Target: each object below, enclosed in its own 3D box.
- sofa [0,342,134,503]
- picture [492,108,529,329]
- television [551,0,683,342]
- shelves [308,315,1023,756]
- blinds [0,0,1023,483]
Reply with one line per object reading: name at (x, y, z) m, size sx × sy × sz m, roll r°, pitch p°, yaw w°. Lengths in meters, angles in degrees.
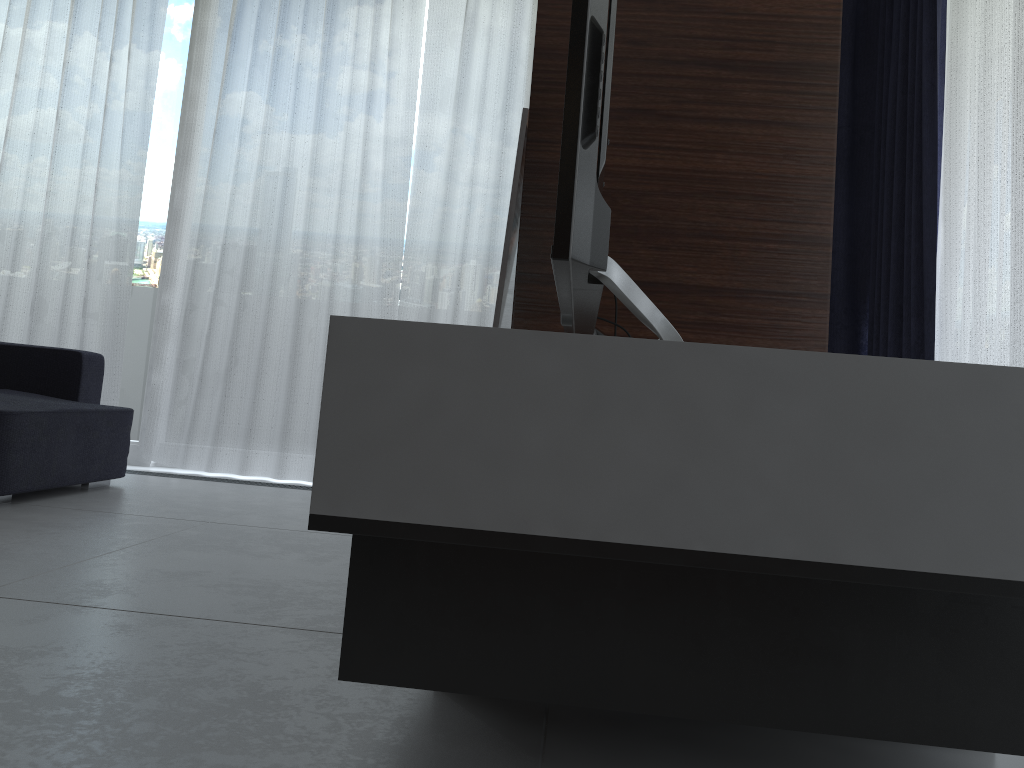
sofa at (-2.475, -0.024, 2.255) m, size 1.899 × 0.613 × 2.853 m, roll 5°, pitch -1°, yaw 5°
picture at (0.007, -0.370, 2.530) m, size 0.053 × 0.706 × 0.496 m, roll 4°, pitch -5°, yaw 4°
television at (0.141, -0.422, 1.575) m, size 0.298 × 0.792 × 1.222 m, roll 4°, pitch -3°, yaw 4°
shelves at (0.327, 0.251, 1.944) m, size 0.873 × 0.503 × 2.334 m, roll 5°, pitch -1°, yaw 4°
blinds at (-1.886, -1.082, 1.556) m, size 7.140 × 2.795 × 5.757 m, roll 4°, pitch -2°, yaw 8°
